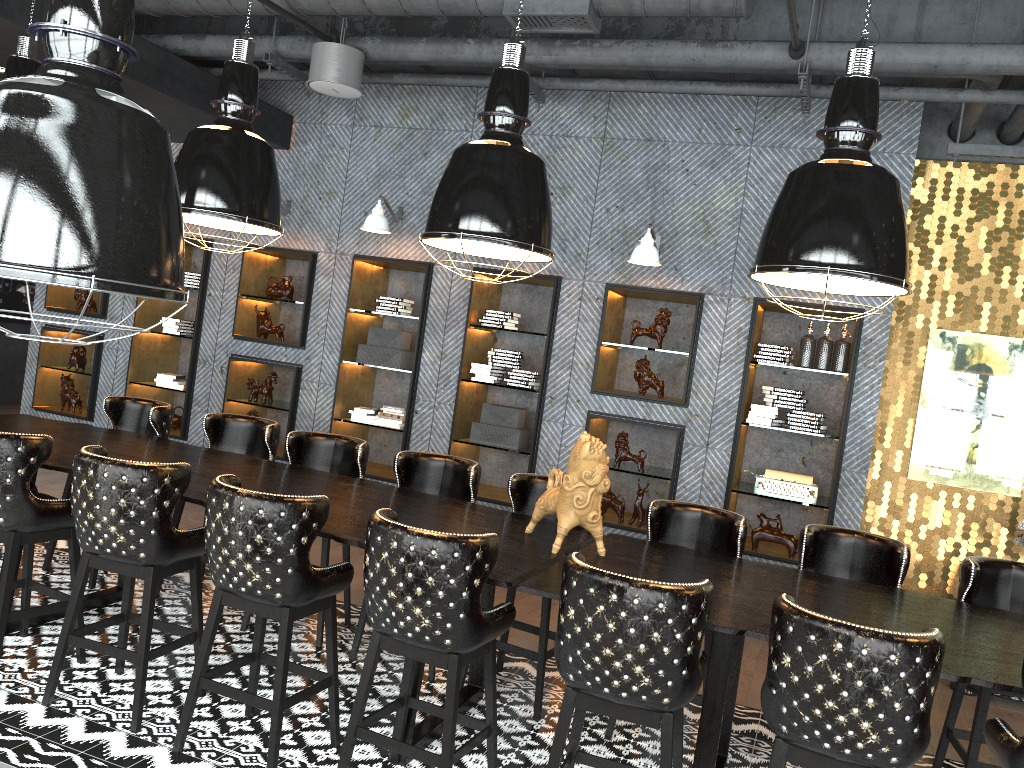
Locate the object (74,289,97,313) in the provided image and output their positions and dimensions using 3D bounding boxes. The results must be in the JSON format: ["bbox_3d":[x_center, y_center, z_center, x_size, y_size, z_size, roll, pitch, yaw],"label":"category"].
[{"bbox_3d":[-4.113,-0.833,8.570,0.236,0.329,0.155,9,2,25],"label":"object"}]

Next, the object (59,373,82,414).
[{"bbox_3d":[-4.275,0.090,8.609,0.269,0.362,0.170,8,2,13],"label":"object"}]

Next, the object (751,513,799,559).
[{"bbox_3d":[1.897,1.085,6.370,0.341,0.303,0.164,9,2,25],"label":"object"}]

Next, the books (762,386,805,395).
[{"bbox_3d":[1.978,0.046,6.468,0.245,0.028,0.194,8,2,-9],"label":"books"}]

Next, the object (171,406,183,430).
[{"bbox_3d":[-3.223,0.305,8.341,0.157,0.251,0.314,9,2,35],"label":"object"}]

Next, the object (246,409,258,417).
[{"bbox_3d":[-2.241,0.429,7.839,0.338,0.388,0.177,9,2,27],"label":"object"}]

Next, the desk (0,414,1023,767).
[{"bbox_3d":[0.177,1.177,3.824,7.598,0.927,1.433,9,2,20],"label":"desk"}]

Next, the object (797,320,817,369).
[{"bbox_3d":[2.115,-0.282,6.333,0.108,0.349,0.109,7,2,-25],"label":"object"}]

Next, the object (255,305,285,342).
[{"bbox_3d":[-2.138,-0.528,7.837,0.325,0.309,0.154,9,2,25],"label":"object"}]

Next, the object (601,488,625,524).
[{"bbox_3d":[0.751,0.867,6.806,0.266,0.359,0.168,8,2,13],"label":"object"}]

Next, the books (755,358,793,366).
[{"bbox_3d":[1.922,-0.156,6.499,0.245,0.028,0.193,9,2,25],"label":"books"}]

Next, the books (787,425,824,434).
[{"bbox_3d":[2.124,0.325,6.405,0.245,0.028,0.193,9,2,21],"label":"books"}]

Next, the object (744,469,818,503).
[{"bbox_3d":[1.979,0.736,6.557,0.535,0.149,0.484,9,2,18],"label":"object"}]

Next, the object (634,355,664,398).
[{"bbox_3d":[1.046,-0.047,6.720,0.242,0.337,0.158,9,2,25],"label":"object"}]

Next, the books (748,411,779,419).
[{"bbox_3d":[1.841,0.225,6.488,0.193,0.028,0.245,9,2,22],"label":"books"}]

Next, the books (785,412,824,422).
[{"bbox_3d":[2.123,0.238,6.428,0.245,0.028,0.193,9,2,26],"label":"books"}]

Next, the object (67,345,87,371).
[{"bbox_3d":[-4.227,-0.261,8.652,0.126,0.249,0.253,8,2,-5],"label":"object"}]

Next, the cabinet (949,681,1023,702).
[{"bbox_3d":[3.548,1.678,5.600,1.386,0.738,0.710,9,2,20],"label":"cabinet"}]

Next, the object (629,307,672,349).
[{"bbox_3d":[1.048,-0.436,6.733,0.292,0.325,0.152,9,2,17],"label":"object"}]

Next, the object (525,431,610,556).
[{"bbox_3d":[0.268,0.461,3.926,0.249,0.545,0.475,7,2,-18],"label":"object"}]

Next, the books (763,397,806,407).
[{"bbox_3d":[1.972,0.132,6.423,0.245,0.028,0.193,8,2,-4],"label":"books"}]

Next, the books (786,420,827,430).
[{"bbox_3d":[2.127,0.297,6.405,0.246,0.028,0.193,9,2,33],"label":"books"}]

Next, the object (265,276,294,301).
[{"bbox_3d":[-2.049,-0.856,7.828,0.278,0.222,0.138,9,2,19],"label":"object"}]

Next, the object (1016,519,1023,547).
[{"bbox_3d":[3.707,0.995,5.540,0.847,0.663,0.876,6,2,-40],"label":"object"}]

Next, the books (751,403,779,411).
[{"bbox_3d":[1.845,0.169,6.477,0.193,0.028,0.245,9,2,18],"label":"books"}]

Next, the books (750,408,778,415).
[{"bbox_3d":[1.841,0.197,6.479,0.193,0.028,0.245,9,2,15],"label":"books"}]

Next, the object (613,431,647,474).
[{"bbox_3d":[0.894,0.513,6.704,0.257,0.294,0.134,9,2,27],"label":"object"}]

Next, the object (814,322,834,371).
[{"bbox_3d":[2.222,-0.266,6.294,0.109,0.349,0.109,8,2,5],"label":"object"}]

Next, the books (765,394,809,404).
[{"bbox_3d":[1.999,0.106,6.459,0.245,0.028,0.194,8,2,-10],"label":"books"}]

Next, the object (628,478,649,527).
[{"bbox_3d":[1.004,0.902,6.749,0.198,0.358,0.116,7,2,-40],"label":"object"}]

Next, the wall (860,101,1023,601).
[{"bbox_3d":[3.683,-0.132,5.998,2.446,4.381,0.024,9,2,20],"label":"wall"}]

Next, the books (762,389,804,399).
[{"bbox_3d":[1.972,0.074,6.463,0.245,0.028,0.193,8,2,0],"label":"books"}]

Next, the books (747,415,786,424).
[{"bbox_3d":[1.853,0.257,6.448,0.194,0.028,0.245,10,3,41],"label":"books"}]

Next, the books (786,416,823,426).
[{"bbox_3d":[2.117,0.266,6.419,0.245,0.028,0.193,9,2,22],"label":"books"}]

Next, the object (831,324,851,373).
[{"bbox_3d":[2.329,-0.249,6.253,0.109,0.349,0.109,8,2,-10],"label":"object"}]

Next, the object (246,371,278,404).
[{"bbox_3d":[-2.232,0.020,7.880,0.317,0.306,0.143,8,2,15],"label":"object"}]

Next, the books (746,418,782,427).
[{"bbox_3d":[1.847,0.282,6.502,0.194,0.028,0.245,9,3,35],"label":"books"}]

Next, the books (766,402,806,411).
[{"bbox_3d":[1.997,0.163,6.475,0.245,0.028,0.193,8,2,3],"label":"books"}]

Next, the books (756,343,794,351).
[{"bbox_3d":[1.929,-0.269,6.499,0.245,0.028,0.193,9,2,23],"label":"books"}]

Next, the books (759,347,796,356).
[{"bbox_3d":[1.944,-0.238,6.492,0.245,0.028,0.193,9,2,20],"label":"books"}]

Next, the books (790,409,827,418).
[{"bbox_3d":[2.147,0.213,6.420,0.245,0.028,0.193,9,2,19],"label":"books"}]
